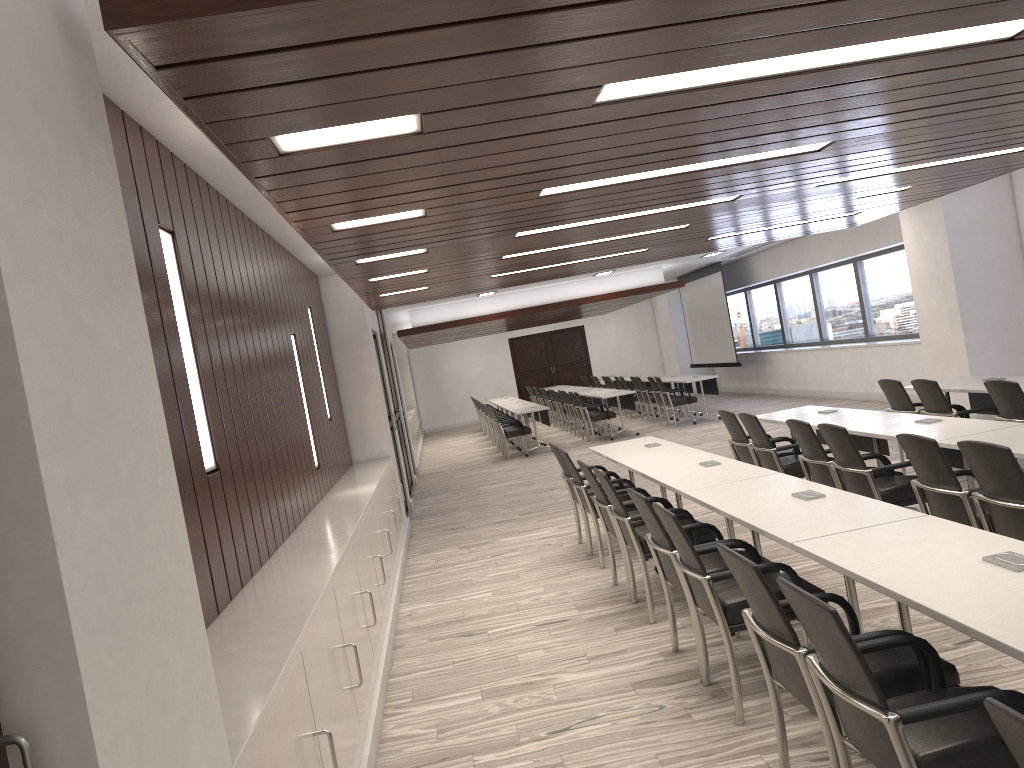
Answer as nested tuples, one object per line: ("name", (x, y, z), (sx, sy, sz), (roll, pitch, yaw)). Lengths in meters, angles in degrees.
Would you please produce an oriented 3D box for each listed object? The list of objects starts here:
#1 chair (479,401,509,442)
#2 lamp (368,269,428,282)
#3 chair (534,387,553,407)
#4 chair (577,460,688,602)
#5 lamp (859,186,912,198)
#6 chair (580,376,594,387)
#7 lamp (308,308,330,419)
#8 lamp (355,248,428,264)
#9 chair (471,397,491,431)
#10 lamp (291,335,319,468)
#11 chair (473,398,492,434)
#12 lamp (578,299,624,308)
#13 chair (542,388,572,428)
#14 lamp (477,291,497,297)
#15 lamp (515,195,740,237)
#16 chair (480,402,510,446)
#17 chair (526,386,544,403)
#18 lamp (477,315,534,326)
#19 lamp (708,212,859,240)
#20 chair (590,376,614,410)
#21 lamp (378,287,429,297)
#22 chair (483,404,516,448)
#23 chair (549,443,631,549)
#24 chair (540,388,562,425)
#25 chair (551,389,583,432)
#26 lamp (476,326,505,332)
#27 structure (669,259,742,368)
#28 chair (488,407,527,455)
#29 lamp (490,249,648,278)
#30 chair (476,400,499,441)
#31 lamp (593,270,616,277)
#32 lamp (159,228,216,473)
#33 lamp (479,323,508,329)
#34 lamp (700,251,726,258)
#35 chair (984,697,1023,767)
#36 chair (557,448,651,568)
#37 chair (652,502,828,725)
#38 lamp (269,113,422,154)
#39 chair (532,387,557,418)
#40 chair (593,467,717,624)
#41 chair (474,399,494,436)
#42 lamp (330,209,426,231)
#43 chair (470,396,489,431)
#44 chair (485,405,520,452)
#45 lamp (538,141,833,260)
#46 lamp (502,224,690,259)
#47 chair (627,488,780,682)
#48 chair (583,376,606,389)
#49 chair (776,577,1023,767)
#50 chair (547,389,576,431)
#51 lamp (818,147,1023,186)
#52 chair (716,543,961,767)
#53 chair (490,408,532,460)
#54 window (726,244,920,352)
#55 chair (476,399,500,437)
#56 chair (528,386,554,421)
("chair", (-0.315, 0.782, 19.108), (0.638, 0.939, 0.513), (-10, 2, -5))
("lamp", (-0.866, -0.846, 6.713), (0.464, 0.045, 0.236), (-10, 2, -5))
("chair", (0.948, 0.481, 21.765), (0.638, 0.939, 0.513), (-10, 2, -5))
("chair", (0.841, 0.923, 6.022), (0.638, 0.939, 0.513), (-10, 2, -6))
("lamp", (2.964, -1.553, 7.045), (0.421, 0.046, 0.236), (-10, 2, -5))
("chair", (2.236, 0.189, 23.920), (0.638, 0.939, 0.513), (-10, 2, -5))
("lamp", (-1.838, -0.180, 8.209), (0.094, 1.058, 0.236), (-10, 2, -5))
("lamp", (-0.769, -0.835, 5.617), (0.464, 0.045, 0.236), (-10, 2, -5))
("chair", (-0.670, 0.739, 23.143), (0.638, 0.939, 0.513), (-10, 2, -5))
("lamp", (-1.665, 0.147, 6.903), (0.094, 1.058, 0.236), (-10, 2, -5))
("chair", (-0.590, 0.751, 22.152), (0.638, 0.939, 0.513), (-10, 2, -4))
("lamp", (1.743, -1.609, 17.434), (1.496, 0.045, 0.236), (-10, 2, -5))
("chair", (1.077, 0.498, 20.246), (0.638, 0.939, 0.513), (-10, 2, -5))
("lamp", (-0.452, -1.649, 15.723), (0.324, 0.120, 0.519), (-10, 2, -5))
("lamp", (0.746, -1.114, 5.748), (1.496, 0.045, 0.236), (-10, 2, -5))
("chair", (-0.275, 0.789, 18.590), (0.638, 0.939, 0.513), (-10, 2, -4))
("chair", (0.762, 0.460, 23.794), (0.638, 0.939, 0.513), (-10, 2, -6))
("lamp", (-0.276, -1.237, 17.259), (1.496, 0.045, 0.236), (-10, 2, -5))
("lamp", (2.551, -1.512, 8.334), (1.496, 0.045, 0.236), (-10, 2, -5))
("chair", (2.364, 0.206, 22.415), (0.638, 0.939, 0.513), (-10, 2, -5))
("lamp", (-0.983, -0.860, 8.027), (0.464, 0.045, 0.236), (-10, 2, -5))
("chair", (-0.180, 0.798, 17.617), (0.638, 0.939, 0.513), (-10, 2, -4))
("chair", (0.710, 0.906, 7.548), (0.638, 0.939, 0.513), (-10, 2, -5))
("chair", (1.040, 0.491, 20.769), (0.638, 0.939, 0.513), (-10, 2, -5))
("chair", (1.216, 0.514, 18.728), (0.638, 0.939, 0.513), (-10, 2, -5))
("lamp", (-0.529, -1.267, 20.108), (1.496, 0.045, 0.236), (-10, 2, -5))
("structure", (4.352, -1.523, 19.978), (0.438, 2.329, 3.550), (-10, 2, -5))
("chair", (-0.046, 0.814, 16.087), (0.638, 0.939, 0.513), (-10, 2, -5))
("lamp", (0.532, -1.140, 8.159), (1.496, 0.045, 0.236), (-10, 2, -5))
("chair", (-0.413, 0.773, 20.111), (0.638, 0.939, 0.513), (-10, 2, -5))
("lamp", (1.643, -2.035, 15.905), (0.324, 0.120, 0.519), (-10, 2, -5))
("lamp", (-1.449, -0.134, 3.826), (0.094, 1.058, 0.236), (-10, 2, -5))
("lamp", (-0.412, -1.253, 18.793), (1.496, 0.045, 0.236), (-10, 2, -5))
("lamp", (3.634, -2.402, 16.077), (0.324, 0.120, 0.519), (-10, 2, -5))
("chair", (1.256, 0.969, 1.493), (0.638, 0.939, 0.513), (-10, 2, -5))
("chair", (0.758, 0.911, 7.020), (0.638, 0.939, 0.513), (-10, 2, -6))
("chair", (1.035, 0.942, 3.985), (0.638, 0.939, 0.513), (-10, 2, -4))
("lamp", (-0.516, -0.804, 2.768), (0.464, 0.045, 0.236), (-10, 2, -5))
("chair", (0.909, 0.474, 22.283), (0.638, 0.939, 0.513), (-10, 2, -4))
("chair", (0.901, 0.926, 5.505), (0.638, 0.939, 0.513), (-10, 2, -5))
("chair", (-0.543, 0.756, 21.629), (0.638, 0.939, 0.513), (-10, 2, -6))
("lamp", (-0.652, -0.821, 4.302), (0.464, 0.045, 0.236), (-10, 2, -5))
("chair", (-0.719, 0.734, 23.665), (0.638, 0.939, 0.513), (-10, 2, -4))
("chair", (-0.133, 0.803, 17.085), (0.638, 0.939, 0.513), (-10, 2, -5))
("lamp", (2.822, -1.887, 10.850), (1.469, 0.552, 14.295), (-10, 2, 18))
("lamp", (0.649, -1.126, 6.844), (1.496, 0.045, 0.236), (-10, 2, -5))
("chair", (0.988, 0.936, 4.514), (0.638, 0.939, 0.513), (-10, 2, -6))
("chair", (2.273, 0.196, 23.400), (0.638, 0.939, 0.513), (-10, 2, -4))
("chair", (1.163, 0.959, 2.469), (0.638, 0.939, 0.513), (-10, 2, -5))
("chair", (1.167, 0.509, 19.243), (0.638, 0.939, 0.513), (-10, 2, -4))
("lamp", (2.765, -1.486, 5.924), (1.496, 0.045, 0.236), (-10, 2, -5))
("chair", (1.109, 0.955, 3.001), (0.638, 0.939, 0.513), (-10, 2, -5))
("chair", (0.009, 0.818, 15.567), (0.638, 0.939, 0.513), (-10, 2, -4))
("window", (5.745, -1.435, 16.583), (0.118, 1.419, 10.452), (-10, 2, -5))
("chair", (-0.444, 0.765, 20.635), (0.638, 0.939, 0.513), (-10, 2, -6))
("chair", (0.824, 0.463, 23.279), (0.638, 0.939, 0.513), (-10, 2, -5))
